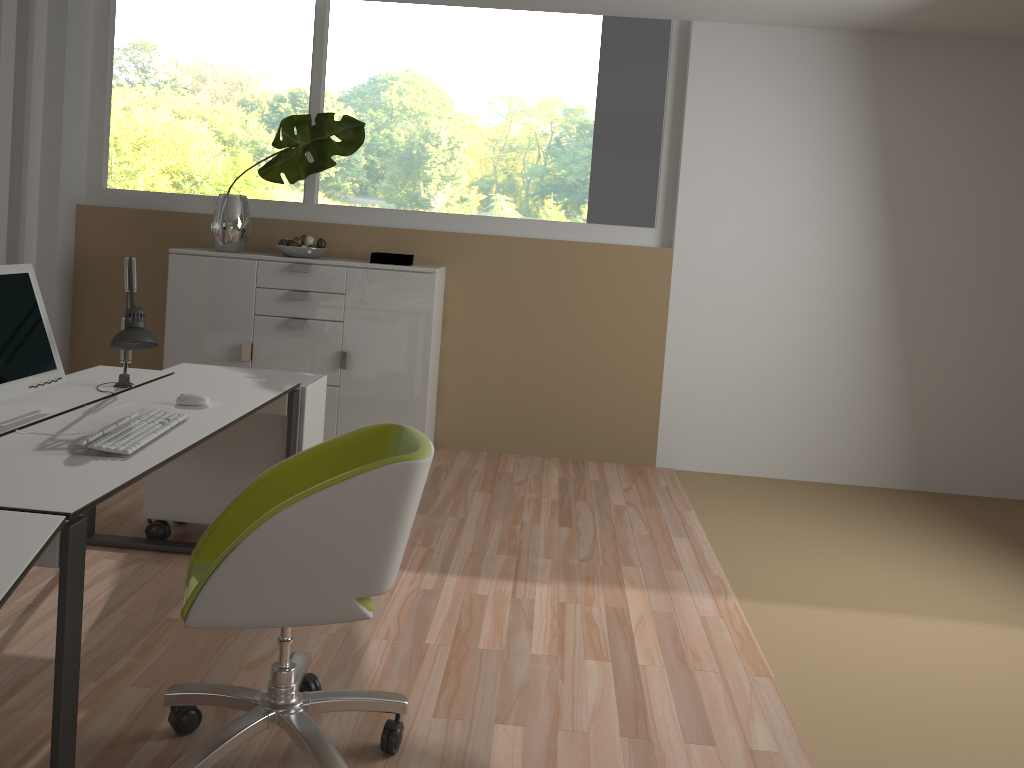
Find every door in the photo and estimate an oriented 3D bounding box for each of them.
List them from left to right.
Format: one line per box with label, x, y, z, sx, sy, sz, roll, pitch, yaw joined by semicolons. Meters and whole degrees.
door;-2.799;-0.923;4.220;0.060;2.628;1.197;4;4;2
door;-2.835;-0.989;4.587;0.045;2.628;1.197;4;4;2

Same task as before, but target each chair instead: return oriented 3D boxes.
chair;-0.516;0.526;2.149;0.597;0.803;0.629;2;6;-22

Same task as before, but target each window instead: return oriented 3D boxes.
window;-0.777;-1.845;5.329;3.635;1.786;0.045;5;3;3

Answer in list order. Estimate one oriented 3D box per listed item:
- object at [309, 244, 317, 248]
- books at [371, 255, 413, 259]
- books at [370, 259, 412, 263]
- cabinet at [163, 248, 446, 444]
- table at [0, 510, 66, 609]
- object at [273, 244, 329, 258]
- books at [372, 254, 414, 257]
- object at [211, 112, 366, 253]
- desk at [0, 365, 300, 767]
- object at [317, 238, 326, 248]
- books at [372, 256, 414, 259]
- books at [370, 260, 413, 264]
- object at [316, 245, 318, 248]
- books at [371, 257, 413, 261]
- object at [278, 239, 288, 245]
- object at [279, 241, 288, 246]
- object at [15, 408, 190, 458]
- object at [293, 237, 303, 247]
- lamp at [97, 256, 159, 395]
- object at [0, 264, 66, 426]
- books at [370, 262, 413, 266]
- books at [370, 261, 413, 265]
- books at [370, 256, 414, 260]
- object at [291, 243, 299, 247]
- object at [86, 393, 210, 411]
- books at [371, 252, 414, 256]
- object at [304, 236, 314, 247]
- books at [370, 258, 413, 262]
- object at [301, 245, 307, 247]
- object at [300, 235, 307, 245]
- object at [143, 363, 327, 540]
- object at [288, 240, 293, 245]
object;-1.136;-0.766;5.031;0.054;0.063;0.057;2;6;-20
books;-0.690;-0.738;5.080;0.222;0.008;0.159;5;10;2
books;-0.694;-0.711;5.079;0.222;0.006;0.159;4;10;1
cabinet;-1.204;-0.190;5.103;1.523;1.077;0.420;5;4;3
table;-1.268;0.648;1.442;0.925;0.682;0.820;4;7;0
object;-1.217;-0.765;5.084;0.314;0.063;0.318;-2;11;-32
books;-0.688;-0.743;5.077;0.222;0.007;0.159;5;10;3
object;-1.282;-1.162;5.083;0.858;0.839;0.267;4;4;0
desk;-1.288;0.436;2.645;0.804;0.679;1.621;5;9;2
object;-1.093;-0.801;5.046;0.053;0.067;0.053;5;6;11
books;-0.691;-0.733;5.081;0.222;0.008;0.159;5;10;2
books;-0.693;-0.705;5.080;0.222;0.006;0.159;5;10;3
object;-1.116;-0.778;5.090;0.052;0.065;0.057;3;6;-13
books;-0.691;-0.722;5.079;0.222;0.006;0.159;5;10;3
object;-1.325;-0.807;5.101;0.056;0.064;0.053;2;6;-18
object;-1.311;-0.791;5.050;0.056;0.061;0.055;-2;8;-43
object;-1.168;0.140;2.447;0.387;0.079;0.462;4;10;-2
object;-1.224;-0.811;5.034;0.053;0.063;0.056;3;6;-13
lamp;-1.271;-0.142;2.887;0.140;0.524;0.546;2;7;-32
object;-1.483;-0.119;2.519;0.197;0.427;0.471;4;7;2
books;-0.695;-0.694;5.079;0.222;0.007;0.159;5;10;3
books;-0.694;-0.700;5.080;0.222;0.006;0.159;5;10;3
books;-0.692;-0.727;5.077;0.222;0.006;0.159;5;10;4
object;-1.232;-0.766;4.990;0.056;0.065;0.052;6;6;15
object;-1.162;0.076;2.812;0.370;0.079;0.142;1;9;-18
books;-0.687;-0.748;5.077;0.222;0.006;0.159;5;10;3
object;-1.164;-0.816;5.050;0.056;0.066;0.051;7;6;26
books;-0.691;-0.716;5.079;0.222;0.006;0.159;5;10;3
object;-1.189;-0.760;5.026;0.055;0.065;0.053;4;6;-7
object;-1.216;-0.837;5.143;0.053;0.070;0.053;5;6;9
object;-1.121;0.296;3.588;0.622;0.671;0.311;5;4;3
object;-1.300;-0.813;5.149;0.054;0.063;0.057;0;8;-38
